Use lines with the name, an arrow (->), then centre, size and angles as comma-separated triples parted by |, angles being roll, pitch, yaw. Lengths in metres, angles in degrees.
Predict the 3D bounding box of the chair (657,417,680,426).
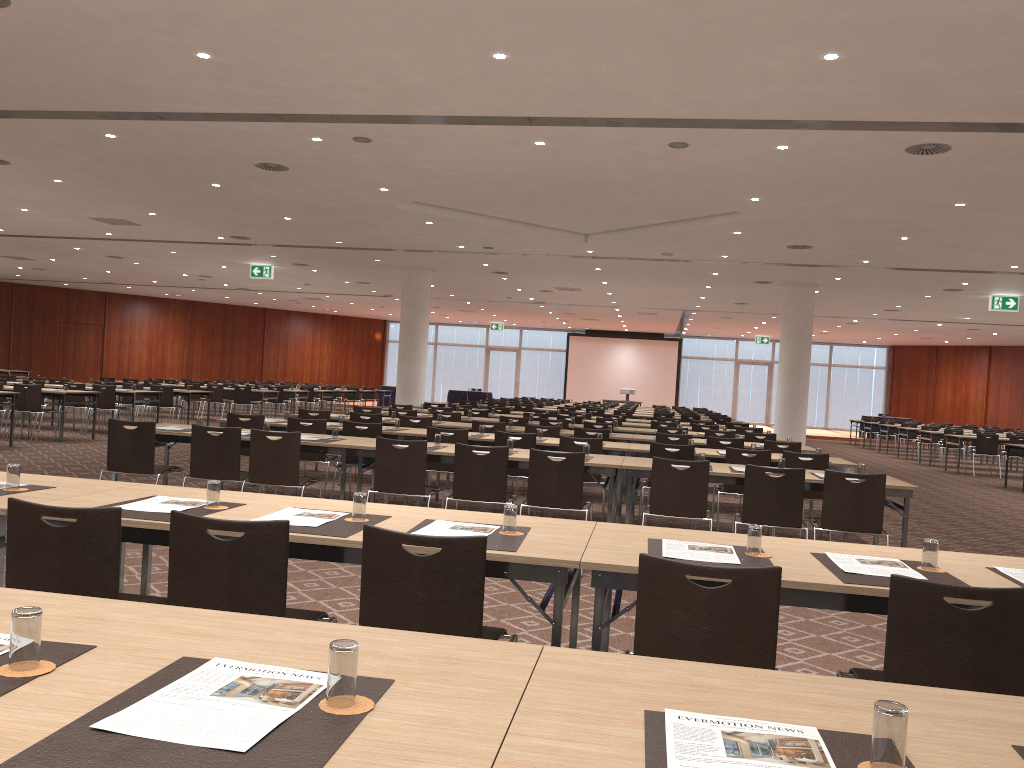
chair -> 2.931, 1.107, 16.780 | 0.535, 0.939, 0.614 | 4, 1, 9

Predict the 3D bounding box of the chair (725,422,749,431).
chair -> 4.163, 1.182, 16.583 | 0.535, 0.939, 0.613 | 4, 1, 7

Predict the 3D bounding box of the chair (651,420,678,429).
chair -> 2.531, 1.090, 14.897 | 0.535, 0.939, 0.614 | 4, 1, 11

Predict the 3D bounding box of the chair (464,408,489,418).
chair -> -0.602, 0.900, 15.319 | 0.535, 0.939, 0.614 | 4, 1, 12

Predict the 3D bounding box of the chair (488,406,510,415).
chair -> -0.240, 0.914, 17.364 | 0.535, 0.939, 0.614 | 4, 1, 11

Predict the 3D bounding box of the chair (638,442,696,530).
chair -> 1.570, 1.053, 8.896 | 0.535, 0.939, 0.613 | 4, 1, 6

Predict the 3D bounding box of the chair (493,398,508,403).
chair -> -0.338, 0.882, 24.975 | 0.535, 0.939, 0.613 | 4, 1, 6

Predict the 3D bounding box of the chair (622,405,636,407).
chair -> 3.452, 1.105, 26.395 | 0.535, 0.939, 0.613 | 4, 1, 6

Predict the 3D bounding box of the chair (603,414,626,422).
chair -> 1.940, 1.047, 17.016 | 0.535, 0.939, 0.613 | 4, 1, 6

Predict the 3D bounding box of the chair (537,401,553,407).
chair -> 0.912, 0.958, 24.697 | 0.535, 0.939, 0.613 | 4, 1, 7

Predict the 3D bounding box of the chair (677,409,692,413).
chair -> 5.029, 1.201, 26.101 | 0.535, 0.939, 0.613 | 4, 1, 6

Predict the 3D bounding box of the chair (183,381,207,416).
chair -> -8.553, 0.390, 24.218 | 0.535, 0.939, 0.613 | 4, 1, 7

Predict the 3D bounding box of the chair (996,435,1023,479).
chair -> 10.858, 1.576, 19.094 | 0.535, 0.939, 0.614 | 4, 1, 11

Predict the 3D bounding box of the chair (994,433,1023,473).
chair -> 11.821, 1.628, 20.966 | 0.535, 0.939, 0.613 | 4, 1, 8

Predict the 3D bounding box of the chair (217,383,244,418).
chair -> -7.552, 0.451, 23.976 | 0.535, 0.939, 0.614 | 4, 1, 11

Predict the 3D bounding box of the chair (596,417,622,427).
chair -> 1.627, 1.035, 14.998 | 0.535, 0.939, 0.614 | 4, 1, 10

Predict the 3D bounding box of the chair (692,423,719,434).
chair -> 3.168, 1.129, 14.717 | 0.535, 0.939, 0.613 | 4, 1, 7

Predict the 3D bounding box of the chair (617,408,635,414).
chair -> 2.853, 1.083, 22.440 | 0.535, 0.939, 0.613 | 4, 1, 7

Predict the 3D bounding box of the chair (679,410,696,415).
chair -> 4.737, 1.190, 24.087 | 0.535, 0.939, 0.614 | 4, 1, 11

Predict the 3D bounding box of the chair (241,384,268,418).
chair -> -6.971, 0.486, 24.026 | 0.535, 0.939, 0.613 | 4, 1, 7

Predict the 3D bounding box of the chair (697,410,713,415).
chair -> 5.619, 1.237, 25.971 | 0.535, 0.939, 0.614 | 4, 1, 11

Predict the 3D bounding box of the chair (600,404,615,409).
chair -> 2.822, 1.067, 26.453 | 0.535, 0.939, 0.614 | 4, 1, 7

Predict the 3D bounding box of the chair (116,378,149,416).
chair -> -9.534, 0.337, 22.350 | 0.535, 0.939, 0.614 | 4, 1, 10

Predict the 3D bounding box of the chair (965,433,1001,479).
chair -> 10.177, 1.535, 19.120 | 0.535, 0.939, 0.614 | 4, 1, 11

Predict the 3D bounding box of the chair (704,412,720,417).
chair -> 5.400, 1.231, 24.016 | 0.535, 0.939, 0.614 | 4, 1, 8

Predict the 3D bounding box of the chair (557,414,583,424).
chair -> 0.971, 0.995, 15.068 | 0.535, 0.939, 0.614 | 4, 1, 10

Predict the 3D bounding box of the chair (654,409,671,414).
chair -> 4.093, 1.151, 24.267 | 0.535, 0.939, 0.614 | 4, 1, 10

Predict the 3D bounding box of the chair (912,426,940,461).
chair -> 10.862, 1.562, 23.204 | 0.535, 0.939, 0.614 | 4, 1, 9

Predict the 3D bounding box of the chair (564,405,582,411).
chair -> 1.538, 1.003, 22.572 | 0.535, 0.939, 0.613 | 4, 1, 9

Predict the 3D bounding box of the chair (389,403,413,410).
chair -> -1.940, 0.818, 15.610 | 0.535, 0.939, 0.614 | 4, 1, 9

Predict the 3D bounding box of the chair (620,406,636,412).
chair -> 3.150, 1.094, 24.340 | 0.535, 0.939, 0.613 | 4, 1, 8

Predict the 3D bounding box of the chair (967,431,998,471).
chair -> 11.148, 1.587, 20.991 | 0.535, 0.939, 0.614 | 4, 1, 11

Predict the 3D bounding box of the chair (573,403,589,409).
chair -> 1.901, 1.018, 24.575 | 0.535, 0.939, 0.614 | 4, 1, 11

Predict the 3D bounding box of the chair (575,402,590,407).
chair -> 2.092, 1.023, 26.534 | 0.535, 0.939, 0.614 | 4, 1, 10

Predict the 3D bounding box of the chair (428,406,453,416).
chair -> -1.241, 0.861, 15.456 | 0.535, 0.939, 0.613 | 4, 1, 8

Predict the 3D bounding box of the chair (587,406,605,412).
chair -> 2.111, 1.038, 22.516 | 0.535, 0.939, 0.613 | 4, 1, 8

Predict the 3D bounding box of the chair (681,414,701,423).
chair -> 4.024, 1.161, 20.150 | 0.535, 0.939, 0.613 | 4, 1, 8

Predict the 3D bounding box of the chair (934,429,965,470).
chair -> 10.502, 1.547, 21.236 | 0.535, 0.939, 0.614 | 4, 1, 10

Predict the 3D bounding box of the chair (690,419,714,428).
chair -> 3.544, 1.144, 16.717 | 0.535, 0.939, 0.614 | 4, 1, 9

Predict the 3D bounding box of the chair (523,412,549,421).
chair -> 0.400, 0.960, 15.237 | 0.535, 0.939, 0.613 | 4, 1, 7

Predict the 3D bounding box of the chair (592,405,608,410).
chair -> 2.427, 1.050, 24.533 | 0.535, 0.939, 0.614 | 4, 1, 10

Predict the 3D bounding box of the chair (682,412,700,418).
chair -> 4.429, 1.179, 22.146 | 0.535, 0.939, 0.614 | 4, 1, 8

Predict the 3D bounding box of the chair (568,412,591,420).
chair -> 1.296, 1.008, 17.076 | 0.535, 0.939, 0.614 | 4, 1, 9

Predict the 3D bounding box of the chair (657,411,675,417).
chair -> 3.824, 1.142, 22.207 | 0.535, 0.939, 0.613 | 4, 1, 8

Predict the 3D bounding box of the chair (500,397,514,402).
chair -> -0.142, 0.887, 26.891 | 0.535, 0.939, 0.614 | 4, 1, 10

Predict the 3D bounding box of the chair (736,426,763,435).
chair -> 3.874, 1.171, 14.639 | 0.535, 0.939, 0.614 | 4, 1, 10

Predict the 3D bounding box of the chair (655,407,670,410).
chair -> 4.420, 1.164, 26.163 | 0.535, 0.939, 0.614 | 4, 1, 9

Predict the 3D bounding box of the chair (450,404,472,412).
chair -> -0.992, 0.869, 17.406 | 0.535, 0.939, 0.613 | 4, 1, 7

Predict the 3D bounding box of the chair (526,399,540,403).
chair -> 0.628, 0.933, 26.846 | 0.535, 0.939, 0.614 | 4, 1, 9

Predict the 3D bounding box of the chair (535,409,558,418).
chair -> 0.663, 0.969, 17.142 | 0.535, 0.939, 0.614 | 4, 1, 12

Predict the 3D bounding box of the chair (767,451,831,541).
chair -> 2.854, 1.130, 8.769 | 0.535, 0.939, 0.614 | 4, 1, 11

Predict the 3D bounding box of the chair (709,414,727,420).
chair -> 5.082, 1.218, 22.006 | 0.535, 0.939, 0.614 | 4, 1, 11

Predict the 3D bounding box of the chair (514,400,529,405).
chair -> 0.265, 0.919, 24.836 | 0.535, 0.939, 0.614 | 4, 1, 12

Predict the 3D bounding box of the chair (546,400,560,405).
chair -> 1.235, 0.970, 26.706 | 0.535, 0.939, 0.614 | 4, 1, 12

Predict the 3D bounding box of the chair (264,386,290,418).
chair -> -6.292, 0.528, 23.775 | 0.535, 0.939, 0.613 | 4, 1, 6
